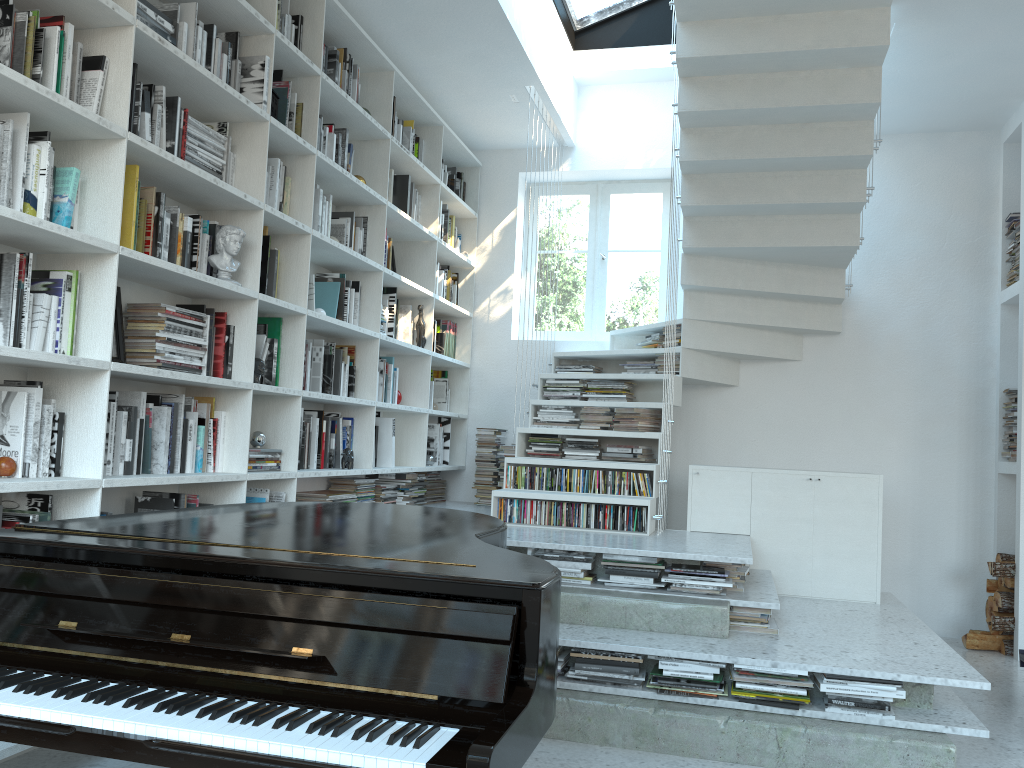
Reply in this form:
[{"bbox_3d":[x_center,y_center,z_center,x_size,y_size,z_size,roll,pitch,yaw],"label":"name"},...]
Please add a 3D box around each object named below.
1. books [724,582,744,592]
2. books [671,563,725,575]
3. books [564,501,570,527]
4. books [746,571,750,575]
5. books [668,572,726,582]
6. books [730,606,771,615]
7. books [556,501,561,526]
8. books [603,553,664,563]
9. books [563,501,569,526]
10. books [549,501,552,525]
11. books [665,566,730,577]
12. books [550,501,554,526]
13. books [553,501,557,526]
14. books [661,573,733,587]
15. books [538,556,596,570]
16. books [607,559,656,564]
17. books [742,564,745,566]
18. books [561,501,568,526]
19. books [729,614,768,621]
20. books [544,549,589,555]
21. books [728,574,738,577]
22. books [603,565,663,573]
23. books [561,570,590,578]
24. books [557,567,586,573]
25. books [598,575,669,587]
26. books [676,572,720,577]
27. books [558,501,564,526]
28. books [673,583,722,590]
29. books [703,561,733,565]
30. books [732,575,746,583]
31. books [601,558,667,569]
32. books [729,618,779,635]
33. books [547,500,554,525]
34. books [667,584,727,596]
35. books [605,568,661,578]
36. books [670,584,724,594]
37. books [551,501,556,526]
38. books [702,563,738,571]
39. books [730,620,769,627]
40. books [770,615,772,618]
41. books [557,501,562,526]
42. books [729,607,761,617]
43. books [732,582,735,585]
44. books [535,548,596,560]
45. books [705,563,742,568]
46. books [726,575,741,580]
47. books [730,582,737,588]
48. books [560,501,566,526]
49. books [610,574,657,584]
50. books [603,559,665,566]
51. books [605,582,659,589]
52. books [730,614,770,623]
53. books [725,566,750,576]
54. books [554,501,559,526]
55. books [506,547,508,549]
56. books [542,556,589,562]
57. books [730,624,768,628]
[{"bbox_3d":[0.966,0.920,4.058,0.177,0.015,0.216,2,-4,13],"label":"books"},{"bbox_3d":[0.813,0.809,3.881,0.228,0.014,0.149,2,-4,13],"label":"books"},{"bbox_3d":[0.295,0.692,4.727,0.010,0.125,0.125,2,-4,15],"label":"books"},{"bbox_3d":[1.050,0.901,4.328,0.187,0.014,0.273,2,-4,10],"label":"books"},{"bbox_3d":[0.813,0.842,3.887,0.242,0.012,0.137,2,-4,16],"label":"books"},{"bbox_3d":[1.024,0.957,3.829,0.157,0.025,0.234,2,-4,10],"label":"books"},{"bbox_3d":[0.251,0.691,4.738,0.009,0.125,0.125,2,-4,15],"label":"books"},{"bbox_3d":[0.540,0.761,3.924,0.237,0.022,0.189,1,-4,19],"label":"books"},{"bbox_3d":[0.287,0.692,4.729,0.007,0.125,0.125,2,-4,15],"label":"books"},{"bbox_3d":[0.214,0.690,4.748,0.008,0.125,0.125,2,-4,15],"label":"books"},{"bbox_3d":[0.813,0.821,3.883,0.269,0.009,0.132,1,-4,18],"label":"books"},{"bbox_3d":[0.221,0.690,4.746,0.009,0.125,0.125,2,-4,15],"label":"books"},{"bbox_3d":[0.236,0.690,4.742,0.007,0.125,0.125,2,-4,15],"label":"books"},{"bbox_3d":[0.807,0.853,3.862,0.297,0.014,0.185,2,-4,14],"label":"books"},{"bbox_3d":[0.245,0.806,4.010,0.250,0.029,0.174,2,-4,13],"label":"books"},{"bbox_3d":[0.542,0.777,3.937,0.208,0.008,0.170,1,-4,18],"label":"books"},{"bbox_3d":[1.042,0.865,4.332,0.173,0.011,0.203,2,-4,10],"label":"books"},{"bbox_3d":[0.280,0.692,4.731,0.007,0.125,0.125,2,-4,15],"label":"books"},{"bbox_3d":[1.022,0.985,3.828,0.159,0.012,0.292,1,-4,18],"label":"books"},{"bbox_3d":[0.251,0.755,4.029,0.181,0.014,0.134,1,-4,19],"label":"books"},{"bbox_3d":[0.960,0.859,4.064,0.153,0.009,0.260,1,-4,18],"label":"books"},{"bbox_3d":[0.540,0.811,3.932,0.250,0.009,0.187,2,-4,15],"label":"books"},{"bbox_3d":[0.244,0.847,4.014,0.192,0.024,0.167,2,-4,16],"label":"books"},{"bbox_3d":[0.242,0.827,4.004,0.187,0.015,0.178,1,-4,19],"label":"books"},{"bbox_3d":[0.539,0.874,3.937,0.292,0.007,0.155,1,-4,18],"label":"books"},{"bbox_3d":[0.819,0.832,3.909,0.190,0.011,0.091,2,-4,13],"label":"books"},{"bbox_3d":[0.265,0.691,4.734,0.008,0.125,0.125,2,-4,15],"label":"books"},{"bbox_3d":[0.809,0.874,3.874,0.208,0.015,0.152,2,-4,12],"label":"books"},{"bbox_3d":[0.946,0.804,4.071,0.128,0.016,0.261,2,-4,14],"label":"books"},{"bbox_3d":[0.972,0.882,4.059,0.189,0.013,0.215,2,-4,14],"label":"books"},{"bbox_3d":[0.541,0.794,3.935,0.281,0.013,0.168,2,-4,12],"label":"books"},{"bbox_3d":[1.036,1.034,3.820,0.200,0.023,0.262,2,-4,13],"label":"books"},{"bbox_3d":[0.206,0.690,4.750,0.008,0.125,0.125,2,-4,15],"label":"books"},{"bbox_3d":[0.810,0.900,3.882,0.249,0.009,0.144,2,-4,15],"label":"books"},{"bbox_3d":[0.540,0.828,3.936,0.230,0.026,0.177,2,-4,15],"label":"books"},{"bbox_3d":[0.807,0.888,3.868,0.212,0.014,0.161,1,-4,18],"label":"books"},{"bbox_3d":[0.229,0.690,4.744,0.008,0.125,0.125,2,-4,15],"label":"books"},{"bbox_3d":[0.957,0.830,4.066,0.154,0.018,0.221,2,-4,16],"label":"books"},{"bbox_3d":[1.018,1.012,3.827,0.159,0.008,0.285,2,-4,13],"label":"books"},{"bbox_3d":[1.098,1.044,4.098,0.169,0.019,0.232,2,-4,10],"label":"books"},{"bbox_3d":[0.258,0.691,4.736,0.007,0.125,0.125,2,-4,15],"label":"books"},{"bbox_3d":[1.010,0.974,3.831,0.132,0.010,0.257,1,-4,18],"label":"books"},{"bbox_3d":[0.948,0.894,4.064,0.131,0.012,0.208,2,-4,11],"label":"books"},{"bbox_3d":[0.243,0.766,4.000,0.256,0.014,0.192,2,-4,11],"label":"books"},{"bbox_3d":[0.966,0.817,4.065,0.159,0.009,0.228,2,-4,11],"label":"books"},{"bbox_3d":[0.962,0.869,4.062,0.168,0.012,0.210,2,-4,16],"label":"books"},{"bbox_3d":[0.953,0.906,4.062,0.148,0.013,0.227,2,-4,13],"label":"books"},{"bbox_3d":[0.272,0.692,4.732,0.007,0.125,0.125,2,-4,15],"label":"books"},{"bbox_3d":[0.541,0.857,3.943,0.189,0.028,0.155,2,-4,16],"label":"books"},{"bbox_3d":[0.542,0.785,3.937,0.260,0.007,0.171,2,-4,13],"label":"books"},{"bbox_3d":[0.540,0.887,3.940,0.230,0.020,0.142,1,-4,19],"label":"books"},{"bbox_3d":[1.025,0.998,3.826,0.168,0.012,0.210,1,-4,18],"label":"books"},{"bbox_3d":[0.981,0.847,4.059,0.190,0.015,0.230,1,-4,19],"label":"books"},{"bbox_3d":[0.243,0.691,4.740,0.008,0.125,0.125,2,-4,15],"label":"books"},{"bbox_3d":[-0.171,0.763,4.143,0.296,0.013,0.129,2,-4,13],"label":"books"},{"bbox_3d":[0.248,0.784,4.021,0.208,0.017,0.145,2,-4,10],"label":"books"},{"bbox_3d":[1.018,1.019,3.826,0.164,0.006,0.264,2,-4,16],"label":"books"}]
